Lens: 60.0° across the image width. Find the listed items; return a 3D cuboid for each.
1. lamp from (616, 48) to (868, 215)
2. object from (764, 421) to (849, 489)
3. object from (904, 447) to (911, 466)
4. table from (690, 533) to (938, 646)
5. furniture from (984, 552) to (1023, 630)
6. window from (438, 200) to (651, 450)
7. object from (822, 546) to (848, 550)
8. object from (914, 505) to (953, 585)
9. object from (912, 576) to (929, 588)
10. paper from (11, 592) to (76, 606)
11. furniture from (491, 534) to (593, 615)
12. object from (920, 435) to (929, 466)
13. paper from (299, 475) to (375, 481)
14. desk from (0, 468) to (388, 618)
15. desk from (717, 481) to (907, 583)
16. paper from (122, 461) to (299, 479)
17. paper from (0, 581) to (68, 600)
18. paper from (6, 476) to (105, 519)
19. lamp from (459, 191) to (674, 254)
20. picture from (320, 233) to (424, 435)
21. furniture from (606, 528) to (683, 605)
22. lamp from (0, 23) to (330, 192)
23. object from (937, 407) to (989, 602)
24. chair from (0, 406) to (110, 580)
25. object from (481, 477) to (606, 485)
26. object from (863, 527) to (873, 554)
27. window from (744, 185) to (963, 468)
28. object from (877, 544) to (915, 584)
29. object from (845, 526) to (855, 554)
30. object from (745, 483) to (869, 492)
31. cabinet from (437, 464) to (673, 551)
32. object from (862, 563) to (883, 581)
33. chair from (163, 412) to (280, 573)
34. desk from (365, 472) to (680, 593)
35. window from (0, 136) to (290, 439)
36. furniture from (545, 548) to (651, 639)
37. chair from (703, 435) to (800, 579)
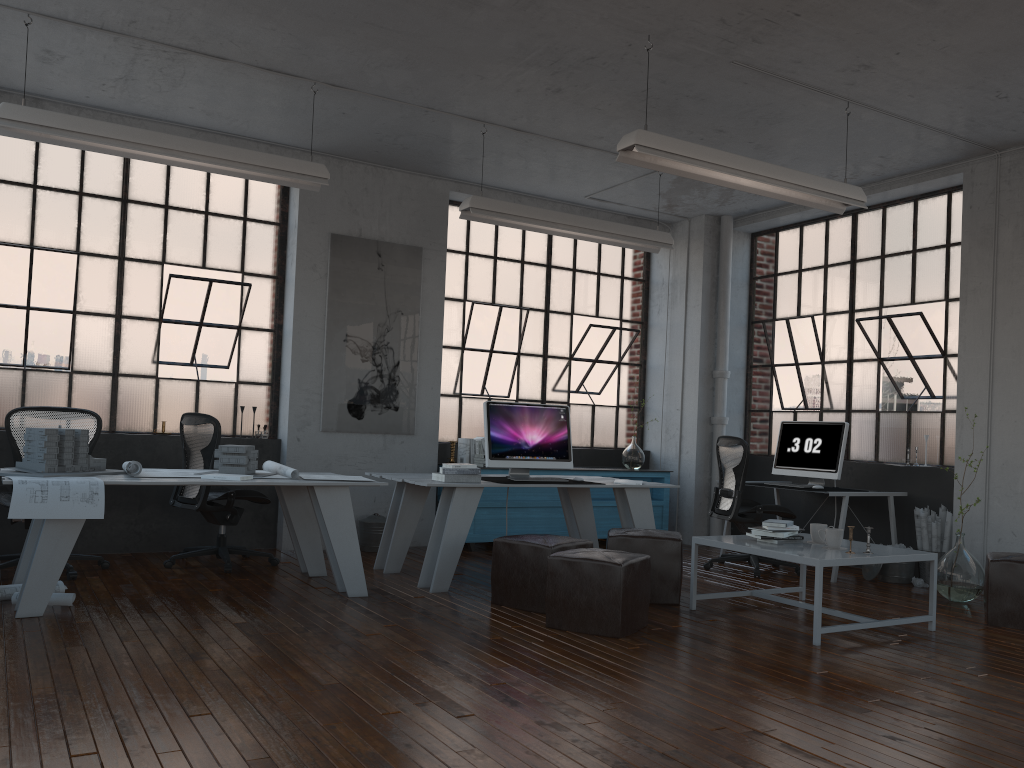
[{"bbox_3d":[1.431,-1.483,5.268,1.879,0.628,0.202,4,-2,-30],"label":"lamp"},{"bbox_3d":[2.442,0.585,7.446,0.377,0.552,0.714,3,-3,-29],"label":"object"},{"bbox_3d":[3.264,0.598,7.303,0.055,0.153,0.055,2,-2,19],"label":"object"},{"bbox_3d":[1.769,1.178,5.267,0.992,0.444,0.972,4,-3,-30],"label":"table"},{"bbox_3d":[3.176,1.280,5.436,0.502,0.460,0.504,1,-3,27],"label":"furniture"},{"bbox_3d":[0.339,-0.500,8.820,2.592,2.389,0.669,4,-2,-30],"label":"window"},{"bbox_3d":[1.868,0.949,5.128,0.137,0.003,0.137,3,-3,-9],"label":"object"},{"bbox_3d":[3.285,1.237,6.865,0.293,0.627,0.274,2,-2,12],"label":"object"},{"bbox_3d":[3.083,1.507,6.703,0.125,0.107,0.096,2,-2,11],"label":"object"},{"bbox_3d":[-2.553,1.170,4.824,0.341,0.068,0.083,3,-2,-5],"label":"paper"},{"bbox_3d":[0.185,1.144,5.393,0.480,0.439,0.480,1,-3,38],"label":"furniture"},{"bbox_3d":[3.366,0.543,7.206,0.084,0.256,0.084,3,-2,-8],"label":"object"},{"bbox_3d":[-1.123,0.593,5.620,0.429,0.001,0.485,3,-3,-20],"label":"paper"},{"bbox_3d":[-1.924,0.901,5.359,2.058,0.697,1.064,4,-3,-30],"label":"desk"},{"bbox_3d":[2.478,1.207,7.467,0.934,0.688,1.227,4,-3,-30],"label":"desk"},{"bbox_3d":[-1.910,0.526,5.584,1.076,0.105,0.975,4,-3,-30],"label":"paper"},{"bbox_3d":[-2.729,1.160,4.941,0.113,0.094,0.467,0,-4,45],"label":"paper"},{"bbox_3d":[-2.346,0.580,4.545,0.440,0.183,0.434,4,-3,-31],"label":"paper"},{"bbox_3d":[0.468,-1.239,6.780,1.879,0.205,0.202,4,-3,-30],"label":"lamp"},{"bbox_3d":[-1.180,-0.405,7.550,0.854,1.649,0.025,3,-2,-30],"label":"picture"},{"bbox_3d":[0.859,1.183,5.790,0.503,0.460,0.504,2,-2,8],"label":"furniture"},{"bbox_3d":[-2.011,-1.645,5.324,1.879,0.628,0.202,4,-2,-30],"label":"lamp"},{"bbox_3d":[3.080,0.812,5.966,0.330,1.339,0.619,2,-2,6],"label":"object"},{"bbox_3d":[-3.016,0.688,5.806,0.771,1.085,0.792,4,-2,-36],"label":"chair"},{"bbox_3d":[0.146,0.696,6.387,0.849,0.008,0.687,4,-3,-29],"label":"object"},{"bbox_3d":[2.003,0.874,4.979,0.055,0.153,0.055,1,-2,36],"label":"object"},{"bbox_3d":[3.056,-0.430,7.986,0.670,2.389,2.591,3,-2,-30],"label":"window"},{"bbox_3d":[2.999,1.391,6.929,0.290,0.293,0.291,2,-2,17],"label":"object"},{"bbox_3d":[1.892,0.870,4.951,0.052,0.148,0.053,2,-2,10],"label":"object"},{"bbox_3d":[2.426,0.867,7.439,0.687,0.008,0.848,4,-3,-29],"label":"object"},{"bbox_3d":[0.428,1.153,8.342,2.264,0.732,0.627,4,-3,-30],"label":"cabinet"},{"bbox_3d":[2.802,1.393,6.910,0.107,0.280,0.293,3,-2,-5],"label":"object"},{"bbox_3d":[-2.109,0.758,6.416,0.770,1.085,0.793,1,-2,29],"label":"chair"},{"bbox_3d":[0.074,1.050,6.533,2.078,0.704,1.075,4,-3,-30],"label":"desk"},{"bbox_3d":[-3.027,-0.747,6.845,2.592,2.389,0.669,4,-2,-30],"label":"window"},{"bbox_3d":[0.476,1.131,4.852,0.471,0.430,0.471,1,-3,28],"label":"furniture"},{"bbox_3d":[1.950,0.972,7.224,0.793,1.085,0.770,3,-2,-26],"label":"chair"}]
